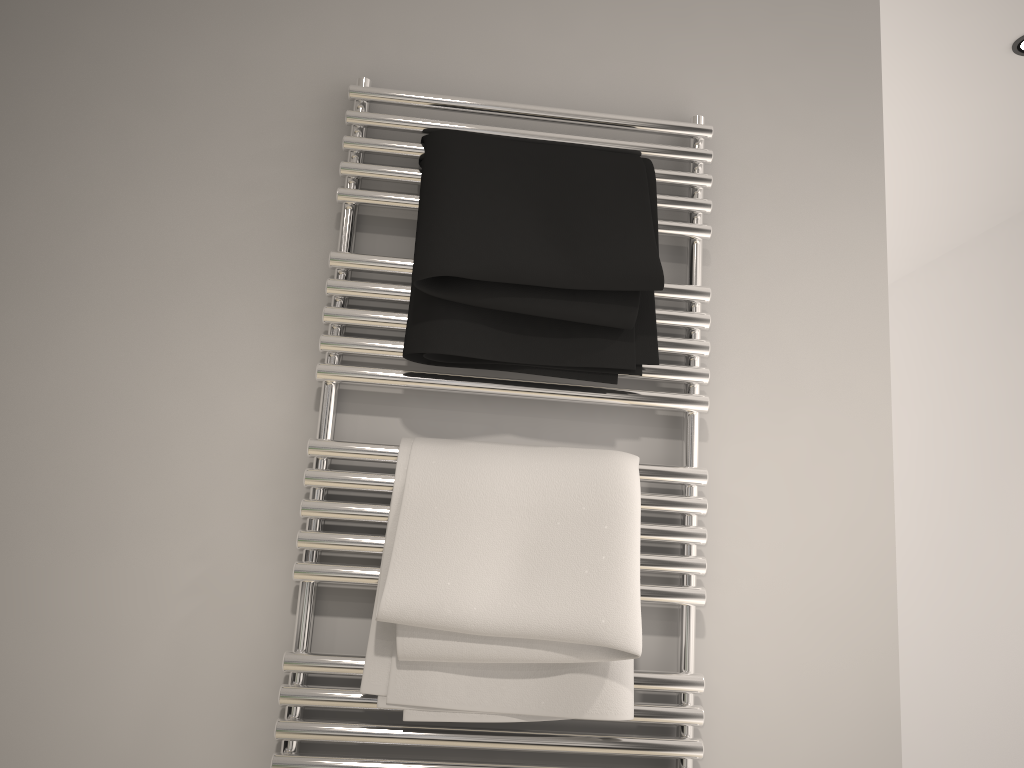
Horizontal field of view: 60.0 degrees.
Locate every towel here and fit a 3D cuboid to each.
[{"bbox_3d":[0.031,-0.159,1.060,0.300,0.311,0.140,5,-12,-8],"label":"towel"},{"bbox_3d":[-0.004,0.216,0.987,0.303,0.311,0.097,5,-12,-4],"label":"towel"}]

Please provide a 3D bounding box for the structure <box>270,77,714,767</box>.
[{"bbox_3d":[-0.012,0.257,1.016,0.472,1.301,0.039,5,-13,-5],"label":"structure"}]

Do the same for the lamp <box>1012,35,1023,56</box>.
[{"bbox_3d":[1.199,-0.776,2.018,0.105,0.004,0.105,-7,-15,45],"label":"lamp"}]
